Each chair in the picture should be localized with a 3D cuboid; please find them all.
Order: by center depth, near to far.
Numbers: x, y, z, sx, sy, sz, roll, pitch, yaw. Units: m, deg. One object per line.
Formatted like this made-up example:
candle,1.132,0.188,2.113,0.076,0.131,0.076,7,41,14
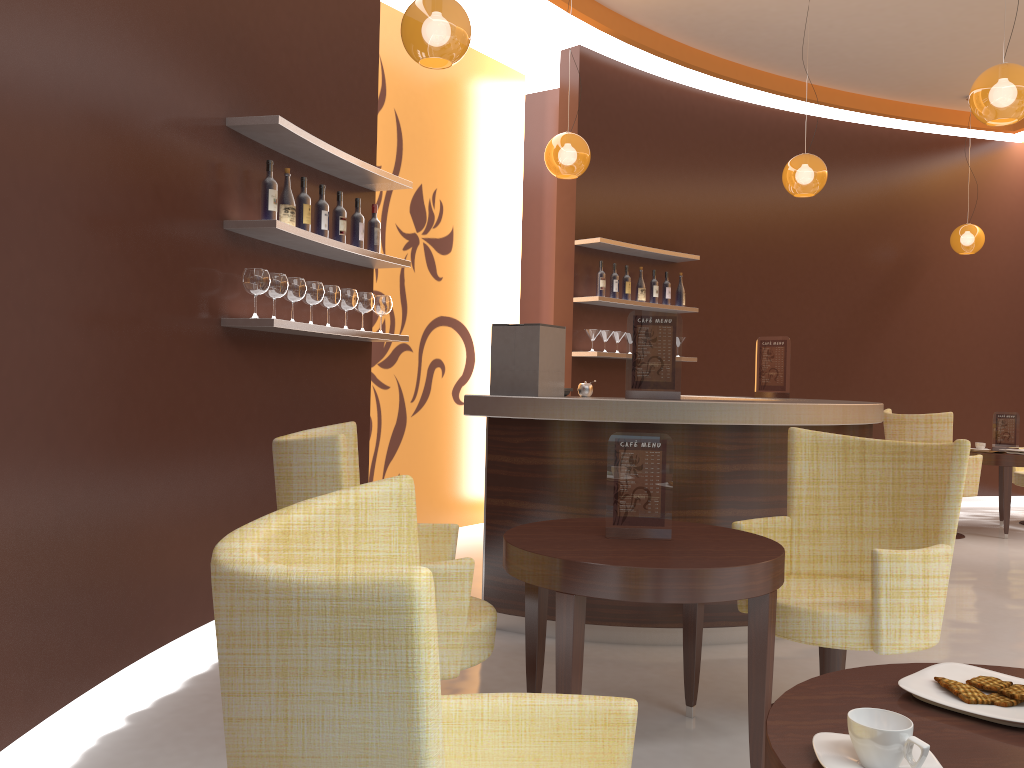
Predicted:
chair,-0.009,0.655,1.065,0.685,1.017,0.729,1,0,-10
chair,-0.385,0.641,2.693,0.685,1.017,0.729,1,0,-6
chair,1.163,0.679,3.097,0.685,1.017,0.729,1,0,-35
chair,3.423,0.725,7.269,0.685,1.017,0.729,1,0,-16
chair,4.874,0.760,7.936,0.685,1.017,0.729,1,0,-13

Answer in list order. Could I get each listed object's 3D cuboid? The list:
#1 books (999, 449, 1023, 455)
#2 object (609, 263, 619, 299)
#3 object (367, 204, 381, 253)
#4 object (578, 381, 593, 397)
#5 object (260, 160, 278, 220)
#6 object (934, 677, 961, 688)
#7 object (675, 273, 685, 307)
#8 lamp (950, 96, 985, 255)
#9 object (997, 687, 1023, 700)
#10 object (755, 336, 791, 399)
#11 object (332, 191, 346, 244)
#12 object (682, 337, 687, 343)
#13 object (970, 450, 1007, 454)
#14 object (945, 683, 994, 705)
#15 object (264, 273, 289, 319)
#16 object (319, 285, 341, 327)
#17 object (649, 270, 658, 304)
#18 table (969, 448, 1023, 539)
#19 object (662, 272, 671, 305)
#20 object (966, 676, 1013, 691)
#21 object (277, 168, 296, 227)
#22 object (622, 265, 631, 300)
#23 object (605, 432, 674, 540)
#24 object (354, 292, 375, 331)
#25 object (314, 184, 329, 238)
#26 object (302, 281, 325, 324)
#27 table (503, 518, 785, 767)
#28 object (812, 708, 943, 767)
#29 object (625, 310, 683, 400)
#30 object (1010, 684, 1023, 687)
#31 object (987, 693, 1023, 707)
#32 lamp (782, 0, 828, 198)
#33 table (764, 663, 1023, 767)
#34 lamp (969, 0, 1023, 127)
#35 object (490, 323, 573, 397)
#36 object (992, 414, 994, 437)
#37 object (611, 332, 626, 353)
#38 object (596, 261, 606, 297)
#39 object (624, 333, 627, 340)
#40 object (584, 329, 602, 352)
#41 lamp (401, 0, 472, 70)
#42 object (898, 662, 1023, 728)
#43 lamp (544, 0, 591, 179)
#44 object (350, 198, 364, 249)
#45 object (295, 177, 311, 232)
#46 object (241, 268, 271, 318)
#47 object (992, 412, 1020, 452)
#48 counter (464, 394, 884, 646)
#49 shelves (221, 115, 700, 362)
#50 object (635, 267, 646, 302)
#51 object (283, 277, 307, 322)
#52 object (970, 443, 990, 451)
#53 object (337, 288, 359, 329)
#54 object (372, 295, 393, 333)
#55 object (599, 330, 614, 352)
books,4.253,0.558,7.264,0.367,0.035,0.345,1,0,-23
object,0.813,-0.810,7.049,0.073,0.297,0.073,2,0,25
object,-0.762,-0.844,4.900,0.073,0.297,0.073,1,0,-3
object,0.362,0.025,4.368,0.075,0.077,0.075,1,0,-44
object,-1.085,-0.850,3.962,0.073,0.297,0.073,1,0,-3
object,0.712,0.485,1.426,0.052,0.018,0.055,1,0,12
object,1.443,-0.801,7.599,0.086,0.303,0.086,1,0,2
lamp,4.371,-1.997,8.481,0.299,1.500,0.299,1,0,-13
object,0.792,0.480,1.376,0.052,0.016,0.055,1,0,-13
object,1.752,-0.113,5.964,0.052,0.414,0.258,1,0,-44
object,-0.894,-0.847,4.587,0.073,0.297,0.073,1,0,-3
object,1.425,-0.314,7.609,0.137,0.174,0.137,1,0,-38
object,3.892,0.555,7.402,0.239,0.021,0.464,1,0,1
object,0.711,0.483,1.380,0.051,0.018,0.054,1,0,-14
object,-1.084,-0.391,4.044,0.125,0.221,0.125,1,0,12
object,-0.933,-0.388,4.510,0.125,0.221,0.125,1,0,12
object,1.182,-0.802,7.388,0.073,0.297,0.073,2,0,25
table,4.176,0.912,7.517,0.872,0.679,0.874,2,0,24
object,1.304,-0.799,7.490,0.073,0.297,0.073,2,0,25
object,0.776,0.487,1.443,0.053,0.014,0.055,1,0,-30
object,-1.053,-0.855,4.143,0.086,0.303,0.086,1,0,-34
object,0.924,-0.808,7.159,0.073,0.297,0.073,1,0,-15
object,0.406,0.323,2.820,0.209,0.335,0.042,1,0,1
object,-0.811,-0.386,4.826,0.125,0.221,0.125,1,0,12
object,-0.952,-0.848,4.437,0.073,0.297,0.073,1,0,-3
object,-0.985,-0.389,4.355,0.125,0.221,0.125,1,0,12
table,0.400,0.830,2.807,0.872,0.679,0.874,2,0,34
object,0.469,0.463,1.136,0.153,0.069,0.153,1,0,10
object,0.663,-0.135,4.141,0.258,0.414,0.052,1,0,1
object,0.806,0.488,1.408,0.054,0.018,0.051,2,0,35
object,0.759,0.491,1.379,0.051,0.018,0.054,1,0,-25
lamp,2.033,-2.050,6.111,0.299,1.500,0.299,1,0,5
table,0.777,0.844,1.164,0.872,0.679,0.874,2,0,34
lamp,2.427,-2.035,4.355,0.299,1.500,0.299,1,0,-35
object,0.111,-0.113,4.332,0.270,0.340,0.373,2,0,32
object,4.491,0.416,6.604,0.187,0.335,2.090,1,0,-16
object,0.846,-0.328,7.108,0.137,0.174,0.137,1,0,-38
object,0.694,-0.813,6.926,0.073,0.297,0.073,2,0,25
object,0.960,-0.324,7.211,0.137,0.174,0.137,1,0,-38
object,0.626,-0.333,6.889,0.137,0.174,0.137,2,0,42
lamp,-0.304,-2.102,3.742,0.299,1.500,0.299,1,0,-34
object,0.757,0.494,1.407,0.234,0.020,0.234,1,0,-41
lamp,0.375,-2.091,5.739,0.299,1.500,0.299,1,0,5
object,-0.828,-0.846,4.749,0.073,0.297,0.073,1,0,-15
object,-1.007,-0.849,4.279,0.073,0.297,0.073,1,0,-43
object,-1.124,-0.391,3.891,0.125,0.221,0.125,1,0,12
object,4.211,0.406,7.561,0.209,0.335,0.042,1,0,10
counter,1.207,0.634,4.988,1.586,1.100,2.917,2,0,32
shelves,0.047,-0.674,5.825,0.586,0.902,4.744,2,0,35
object,1.057,-0.810,7.290,0.086,0.303,0.086,1,0,-29
object,-1.038,-0.390,4.201,0.125,0.221,0.125,1,0,12
object,3.911,0.527,7.409,0.153,0.069,0.153,1,0,14
object,-0.872,-0.387,4.667,0.125,0.221,0.125,1,0,12
object,-0.735,-0.384,4.977,0.125,0.221,0.125,1,0,12
object,0.736,-0.331,6.999,0.137,0.174,0.137,2,0,42
